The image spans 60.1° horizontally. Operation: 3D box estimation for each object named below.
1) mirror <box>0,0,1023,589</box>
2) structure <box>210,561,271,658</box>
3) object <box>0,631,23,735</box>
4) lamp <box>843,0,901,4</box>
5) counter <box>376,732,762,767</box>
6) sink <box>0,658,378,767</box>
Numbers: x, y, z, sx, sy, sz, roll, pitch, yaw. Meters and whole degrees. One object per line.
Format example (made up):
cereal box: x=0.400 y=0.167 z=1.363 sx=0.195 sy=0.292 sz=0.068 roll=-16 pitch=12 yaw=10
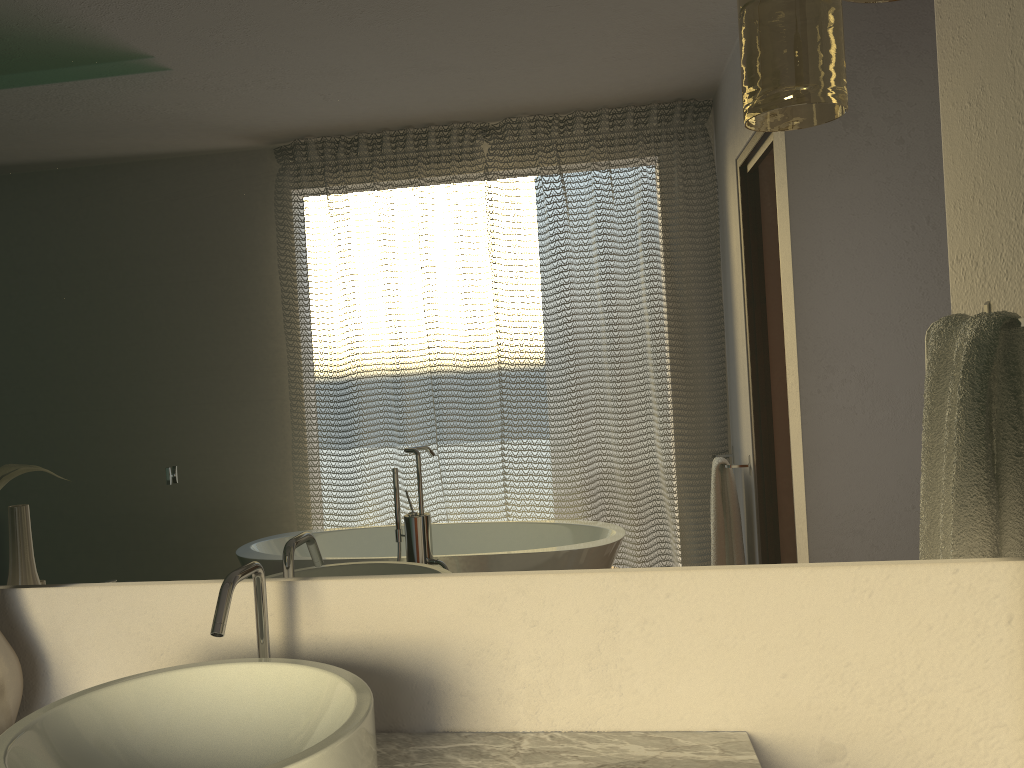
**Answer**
mirror: x=-1.345 y=-0.264 z=1.278 sx=4.107 sy=1.152 sz=0.017 roll=-3 pitch=0 yaw=8
structure: x=-0.328 y=0.334 z=1.034 sx=0.067 sy=0.242 sz=0.163 roll=-3 pitch=1 yaw=9
object: x=-0.726 y=0.327 z=1.079 sx=0.123 sy=0.305 sz=0.234 roll=-3 pitch=1 yaw=33
lamp: x=0.332 y=-0.802 z=0.787 sx=0.135 sy=0.867 sz=0.142 roll=-4 pitch=1 yaw=-41
counter: x=-0.865 y=0.539 z=0.936 sx=2.274 sy=0.101 sz=0.583 roll=-3 pitch=1 yaw=8
sink: x=-0.311 y=0.390 z=0.868 sx=0.353 sy=0.131 sz=0.362 roll=-4 pitch=1 yaw=-16
